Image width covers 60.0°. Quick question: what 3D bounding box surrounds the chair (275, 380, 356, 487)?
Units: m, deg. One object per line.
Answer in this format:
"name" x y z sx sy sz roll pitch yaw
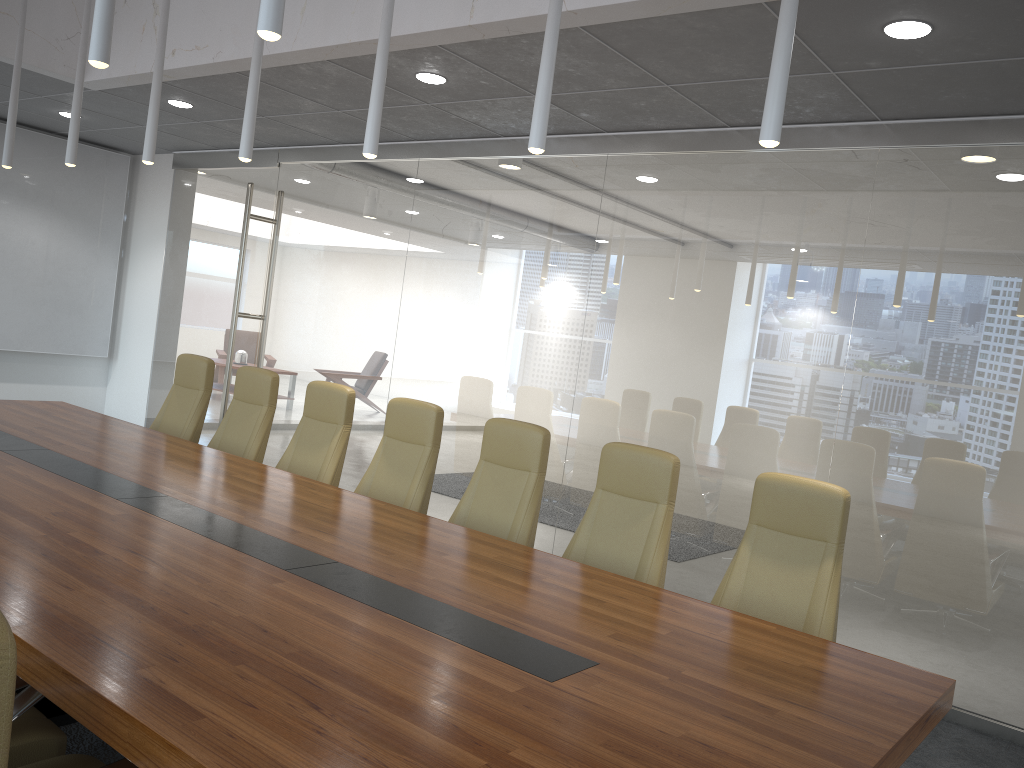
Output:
"chair" -1.569 0.667 5.649 0.711 1.406 0.955 10 3 37

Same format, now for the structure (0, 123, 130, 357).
"structure" -1.506 -0.771 4.100 13.989 2.466 6.600 10 3 37

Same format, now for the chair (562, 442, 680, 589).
"chair" 0.301 0.991 4.195 0.711 1.406 0.955 10 3 37

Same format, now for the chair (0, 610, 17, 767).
"chair" -0.660 0.984 1.647 0.711 1.406 0.955 10 3 37

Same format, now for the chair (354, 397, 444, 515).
"chair" -0.947 0.775 5.165 0.711 1.406 0.955 10 3 37

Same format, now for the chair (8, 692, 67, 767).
"chair" -1.906 0.768 2.617 0.711 1.406 0.955 10 3 37

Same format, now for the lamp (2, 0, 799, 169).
"lamp" -1.321 -2.357 3.978 7.258 2.378 2.619 10 3 37

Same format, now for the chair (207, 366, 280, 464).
"chair" -2.202 0.557 6.141 0.711 1.406 0.955 10 3 37

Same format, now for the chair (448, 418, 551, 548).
"chair" -0.322 0.883 4.679 0.711 1.406 0.955 10 3 37

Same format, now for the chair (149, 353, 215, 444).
"chair" -2.827 0.448 6.628 0.711 1.406 0.955 10 3 37

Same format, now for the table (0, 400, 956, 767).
"table" -1.773 0.970 4.139 6.500 0.895 2.300 10 3 37

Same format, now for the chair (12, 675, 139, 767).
"chair" -1.274 0.878 2.125 0.711 1.406 0.955 10 3 37

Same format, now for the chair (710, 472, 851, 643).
"chair" 0.979 1.105 3.754 0.711 1.406 0.955 10 3 37
